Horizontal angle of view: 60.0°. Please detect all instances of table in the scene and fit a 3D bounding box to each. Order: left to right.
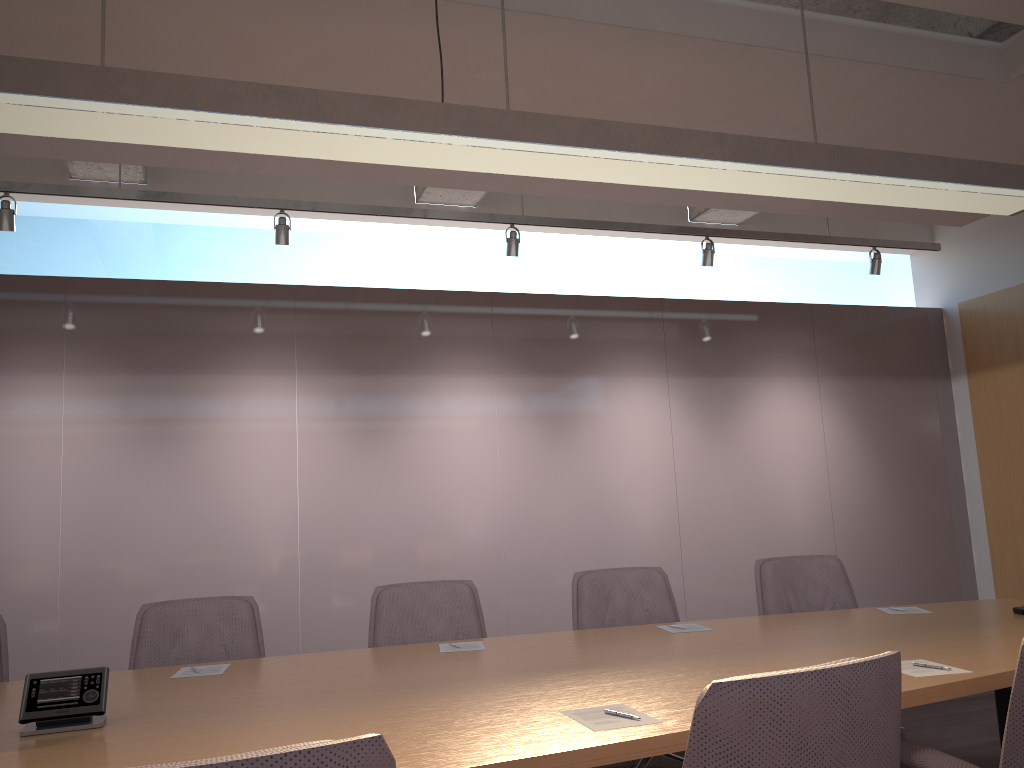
[{"bbox_3d":[-1.359,1.258,2.176,8.000,0.748,1.885,0,-9,-19],"label":"table"}]

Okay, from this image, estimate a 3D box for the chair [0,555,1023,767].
[{"bbox_3d":[-1.467,1.159,2.165,9.673,0.948,3.001,0,-9,-18],"label":"chair"}]

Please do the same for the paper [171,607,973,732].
[{"bbox_3d":[-1.294,0.889,2.268,6.800,0.001,1.713,0,-9,-19],"label":"paper"}]

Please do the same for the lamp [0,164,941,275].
[{"bbox_3d":[-1.247,-1.934,2.693,12.467,1.321,5.699,0,-9,-19],"label":"lamp"}]

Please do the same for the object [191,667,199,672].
[{"bbox_3d":[-1.115,1.001,3.114,0.009,0.009,0.125,2,-10,-29],"label":"object"}]

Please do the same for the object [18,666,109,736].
[{"bbox_3d":[-1.154,0.815,2.289,0.200,0.139,0.110,0,-9,-19],"label":"object"}]

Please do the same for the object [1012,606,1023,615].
[{"bbox_3d":[2.102,0.864,3.354,0.231,0.026,0.325,-2,-9,-7],"label":"object"}]

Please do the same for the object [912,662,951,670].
[{"bbox_3d":[1.172,0.787,2.472,0.009,0.009,0.125,1,-10,-27],"label":"object"}]

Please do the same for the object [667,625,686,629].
[{"bbox_3d":[0.661,0.978,3.574,0.009,0.009,0.125,1,-9,-26],"label":"object"}]

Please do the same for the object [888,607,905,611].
[{"bbox_3d":[1.634,0.958,3.777,0.009,0.009,0.125,-1,-9,-11],"label":"object"}]

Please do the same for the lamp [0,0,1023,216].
[{"bbox_3d":[-1.148,-1.661,2.724,6.974,1.864,0.200,0,-9,-19],"label":"lamp"}]

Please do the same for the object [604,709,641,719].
[{"bbox_3d":[0.260,0.775,2.079,0.009,0.009,0.125,3,-10,-36],"label":"object"}]

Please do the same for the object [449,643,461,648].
[{"bbox_3d":[-0.219,0.994,3.376,0.009,0.009,0.125,1,-9,-24],"label":"object"}]
